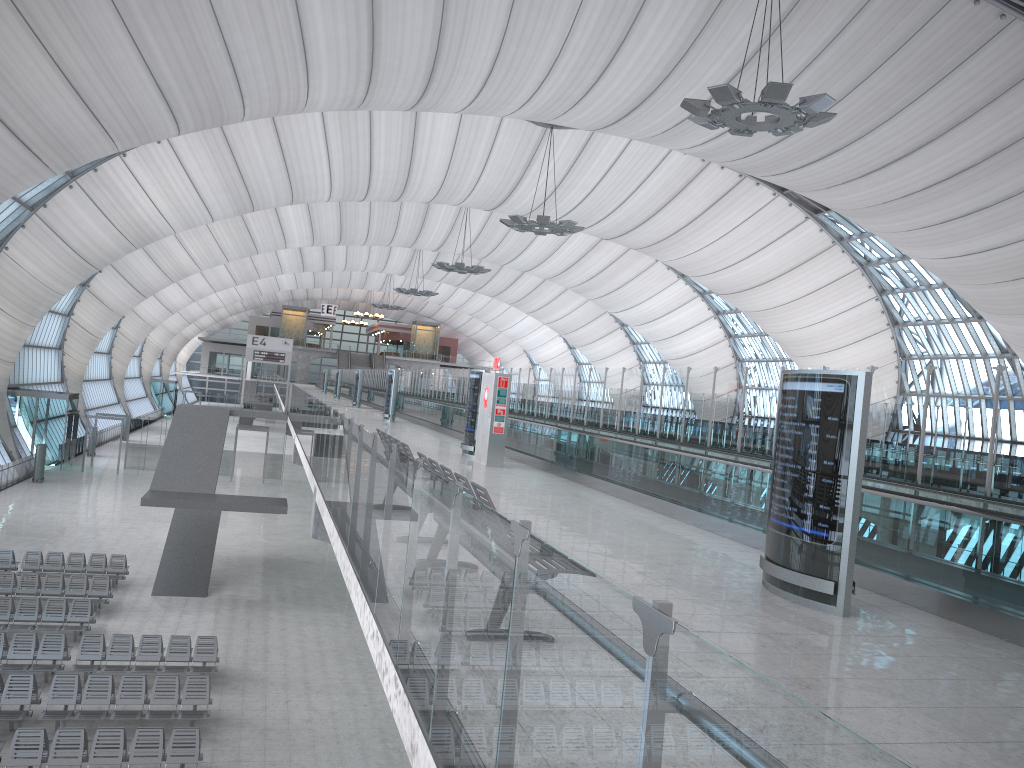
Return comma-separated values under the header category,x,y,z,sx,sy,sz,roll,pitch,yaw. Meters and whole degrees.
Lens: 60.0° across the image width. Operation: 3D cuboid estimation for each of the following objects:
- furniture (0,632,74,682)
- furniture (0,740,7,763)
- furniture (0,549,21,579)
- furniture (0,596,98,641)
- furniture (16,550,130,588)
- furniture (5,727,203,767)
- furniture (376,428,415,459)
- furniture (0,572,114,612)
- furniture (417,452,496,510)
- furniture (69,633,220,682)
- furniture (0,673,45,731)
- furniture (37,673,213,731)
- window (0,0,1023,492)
category,x,y,z,sx,sy,sz,roll,pitch,yaw
furniture,-10.040,5.237,17.097,2.705,0.913,1.572,6,-1,-15
furniture,-8.769,5.313,12.467,2.705,0.913,1.572,6,-1,-15
furniture,-14.798,4.841,23.729,2.705,0.913,1.572,6,-1,-15
furniture,-10.747,5.195,19.672,2.705,0.913,1.572,6,-1,-15
furniture,-12.068,5.116,24.484,2.705,0.913,1.572,6,-1,-15
furniture,-6.039,5.589,13.221,2.705,0.913,1.572,6,-1,-15
furniture,-0.955,1.011,9.152,0.713,0.902,2.520,6,-1,-15
furniture,-11.369,5.158,21.937,2.705,0.913,1.572,6,-1,-15
furniture,-0.172,1.057,6.233,0.713,0.902,2.520,6,-1,-15
furniture,-7.310,5.513,17.851,2.705,0.913,1.572,6,-1,-15
furniture,-9.404,5.275,14.782,2.705,0.913,1.572,6,-1,-15
furniture,-6.674,5.551,15.536,2.705,0.913,1.572,6,-1,-15
window,-8.799,-3.470,77.209,50.537,20.004,167.818,6,-1,-15
